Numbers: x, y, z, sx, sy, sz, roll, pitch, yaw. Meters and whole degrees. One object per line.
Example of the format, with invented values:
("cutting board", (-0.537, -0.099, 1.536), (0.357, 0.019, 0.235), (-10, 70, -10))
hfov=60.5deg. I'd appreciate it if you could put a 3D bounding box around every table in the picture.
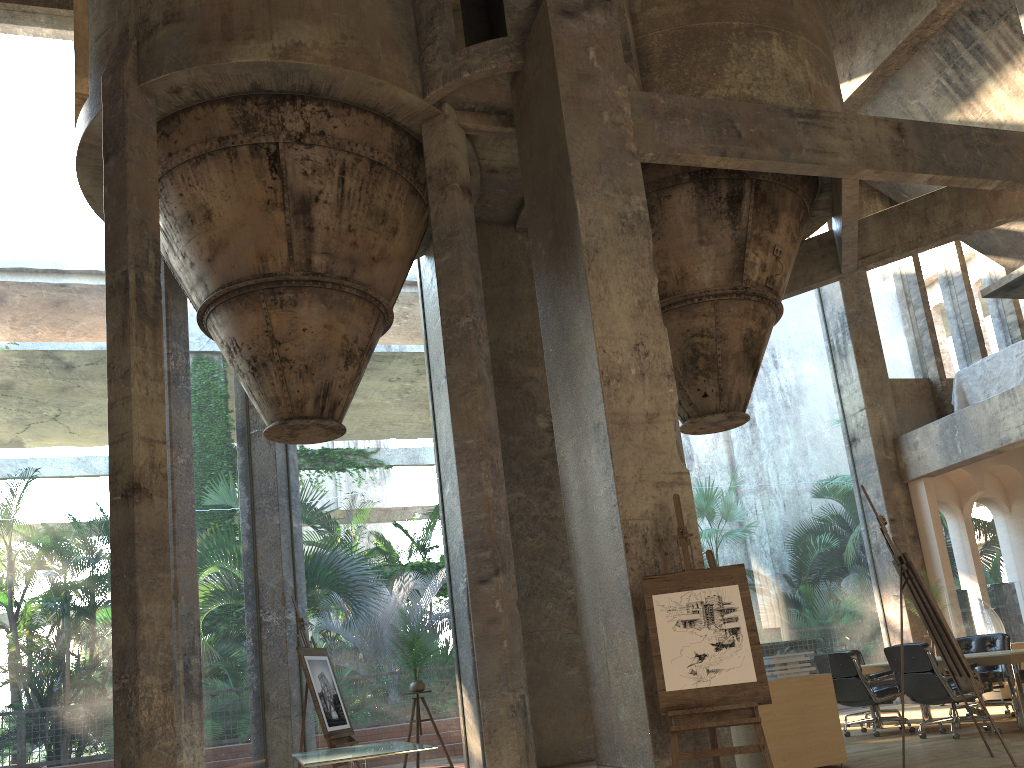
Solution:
("table", (7.339, -0.051, 12.806), (1.112, 0.777, 1.812), (-1, -19, -17))
("table", (4.652, 3.151, 9.036), (1.101, 0.678, 2.496), (-1, -19, -17))
("table", (-1.213, 3.189, 6.972), (0.938, 0.529, 1.938), (-1, -19, -17))

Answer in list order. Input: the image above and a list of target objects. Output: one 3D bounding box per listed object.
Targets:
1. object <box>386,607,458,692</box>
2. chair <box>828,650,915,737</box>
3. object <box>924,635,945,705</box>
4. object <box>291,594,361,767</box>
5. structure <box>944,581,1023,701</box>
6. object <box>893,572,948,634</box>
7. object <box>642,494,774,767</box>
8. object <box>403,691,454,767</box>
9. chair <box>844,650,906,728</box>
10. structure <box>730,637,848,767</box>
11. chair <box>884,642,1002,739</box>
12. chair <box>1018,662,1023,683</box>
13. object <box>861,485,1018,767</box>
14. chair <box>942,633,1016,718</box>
("object", (-1.004, 2.905, 9.654), (0.859, 0.912, 0.709), (-7, -15, 2))
("chair", (3.771, 3.248, 9.302), (0.819, 0.866, 0.754), (-2, -16, -17))
("object", (6.049, 4.028, 12.423), (0.670, 0.943, 0.578), (-17, -17, 35))
("object", (-1.964, 3.191, 9.007), (0.687, 2.082, 0.719), (-9, -13, 10))
("structure", (6.632, 3.550, 12.090), (0.742, 1.501, 0.613), (-2, -14, -18))
("object", (5.919, 3.155, 12.674), (0.859, 0.911, 0.709), (1, -17, -27))
("object", (1.274, 1.720, 5.844), (0.703, 2.082, 0.703), (-8, -13, 7))
("object", (-0.889, 3.820, 9.520), (0.570, 0.943, 0.680), (0, -16, -23))
("chair", (4.220, 3.592, 10.443), (0.729, 0.865, 0.848), (0, -17, -23))
("structure", (2.124, 2.651, 7.218), (0.734, 0.984, 0.768), (-2, -16, -18))
("chair", (4.087, 2.851, 8.263), (0.819, 0.866, 0.755), (-4, -15, -11))
("chair", (5.470, 2.880, 8.806), (0.820, 0.866, 0.753), (0, -17, -24))
("object", (3.043, 1.749, 6.514), (0.688, 2.082, 0.718), (-10, -13, 13))
("chair", (5.153, 3.240, 9.738), (0.828, 0.865, 0.747), (8, -21, -43))
